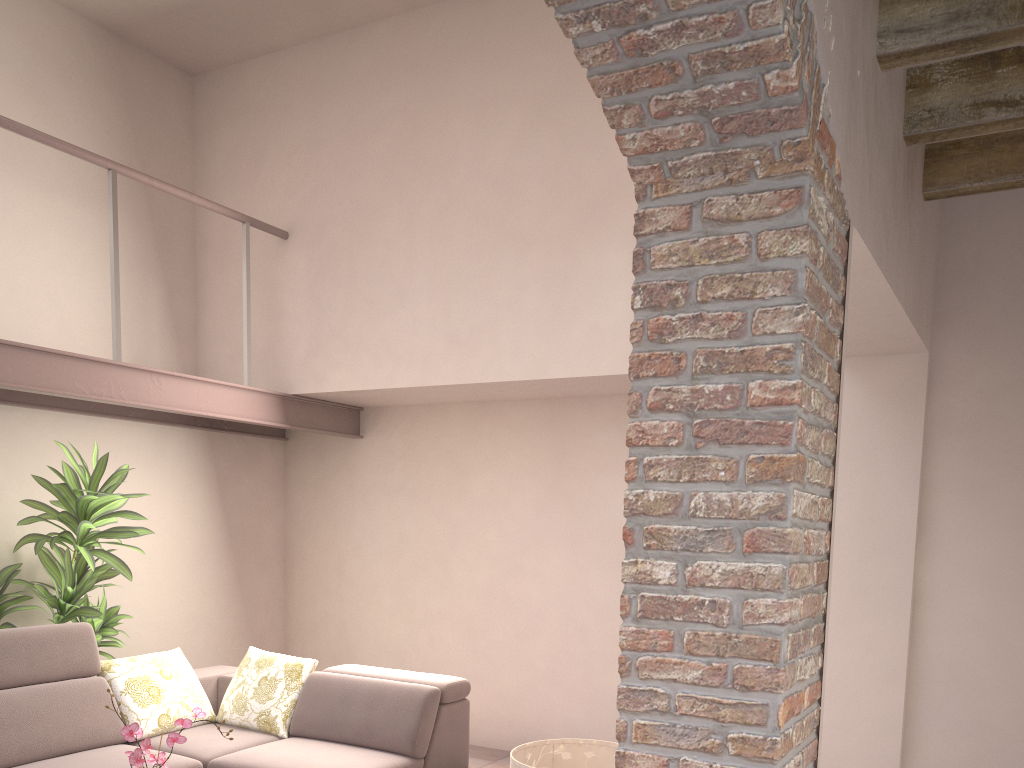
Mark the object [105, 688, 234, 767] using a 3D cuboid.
[{"bbox_3d":[-1.105,1.242,2.833,0.364,0.606,0.298,2,3,24],"label":"object"}]

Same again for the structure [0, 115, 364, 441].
[{"bbox_3d":[-1.837,0.226,2.637,3.727,3.240,7.289,0,-6,30],"label":"structure"}]

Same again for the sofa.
[{"bbox_3d":[-1.599,1.513,3.567,2.131,0.951,3.197,-2,-8,29],"label":"sofa"}]

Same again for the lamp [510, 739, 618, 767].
[{"bbox_3d":[0.180,1.464,2.577,0.404,0.861,0.387,3,4,29],"label":"lamp"}]
